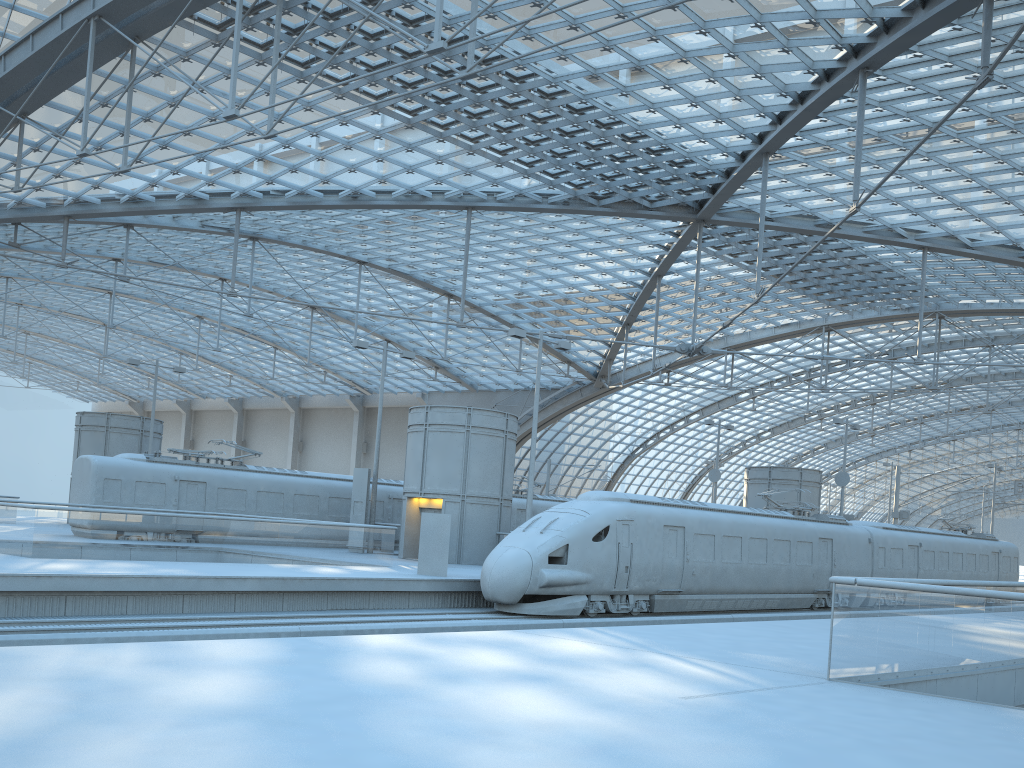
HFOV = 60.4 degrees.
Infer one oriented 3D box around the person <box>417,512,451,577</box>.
[{"bbox_3d":[-2.058,4.294,23.385,0.873,1.701,0.001,3,-2,20],"label":"person"}]
